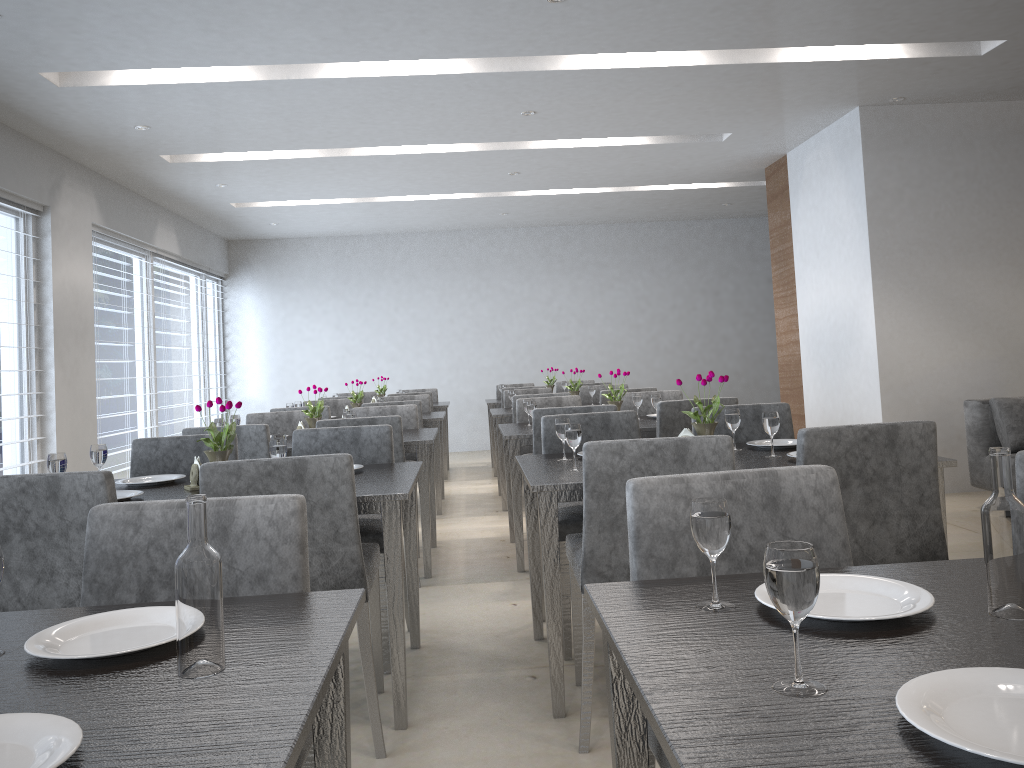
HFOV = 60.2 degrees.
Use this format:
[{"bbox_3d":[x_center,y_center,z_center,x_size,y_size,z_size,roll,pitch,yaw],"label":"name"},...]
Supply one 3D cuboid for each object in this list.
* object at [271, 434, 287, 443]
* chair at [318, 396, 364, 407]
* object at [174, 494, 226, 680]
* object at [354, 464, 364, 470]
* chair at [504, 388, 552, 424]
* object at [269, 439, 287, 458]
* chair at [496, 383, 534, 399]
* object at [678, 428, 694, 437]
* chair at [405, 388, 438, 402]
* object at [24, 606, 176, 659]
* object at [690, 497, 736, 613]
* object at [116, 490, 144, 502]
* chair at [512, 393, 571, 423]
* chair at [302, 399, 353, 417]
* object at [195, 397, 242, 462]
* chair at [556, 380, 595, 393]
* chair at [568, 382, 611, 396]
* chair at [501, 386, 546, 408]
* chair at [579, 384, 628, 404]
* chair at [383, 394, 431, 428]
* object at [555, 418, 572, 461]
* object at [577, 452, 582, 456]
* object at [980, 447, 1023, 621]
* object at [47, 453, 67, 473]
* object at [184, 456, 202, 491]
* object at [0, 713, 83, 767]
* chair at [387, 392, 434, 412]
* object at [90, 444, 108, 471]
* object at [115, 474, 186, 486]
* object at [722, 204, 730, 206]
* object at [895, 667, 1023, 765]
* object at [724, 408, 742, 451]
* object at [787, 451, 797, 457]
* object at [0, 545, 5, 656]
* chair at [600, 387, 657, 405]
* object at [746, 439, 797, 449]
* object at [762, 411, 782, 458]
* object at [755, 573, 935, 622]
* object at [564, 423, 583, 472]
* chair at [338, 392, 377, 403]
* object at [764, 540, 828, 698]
[{"bbox_3d":[-0.761,0.235,2.895,0.053,0.140,0.053,-5,-3,39],"label":"object"},{"bbox_3d":[-1.389,0.481,7.502,0.477,0.765,0.491,-3,-2,2],"label":"chair"},{"bbox_3d":[-0.360,0.229,1.016,0.052,0.202,0.052,-1,-4,-39],"label":"object"},{"bbox_3d":[-0.602,0.287,2.937,0.217,0.015,0.216,-3,1,-3],"label":"object"},{"bbox_3d":[0.171,0.423,6.530,0.477,0.765,0.490,-3,-2,-8],"label":"chair"},{"bbox_3d":[-0.701,0.237,2.658,0.053,0.140,0.053,0,-4,-45],"label":"object"},{"bbox_3d":[0.080,0.384,8.305,0.477,0.765,0.490,-3,-2,-8],"label":"chair"},{"bbox_3d":[0.554,0.188,2.785,0.070,0.100,0.202,-2,0,-33],"label":"object"},{"bbox_3d":[-0.890,0.437,8.245,0.477,0.765,0.491,-3,-2,2],"label":"chair"},{"bbox_3d":[-0.510,0.326,1.147,0.217,0.015,0.216,-4,2,-25],"label":"object"},{"bbox_3d":[0.264,0.223,1.163,0.053,0.140,0.053,0,-4,-45],"label":"object"},{"bbox_3d":[-1.166,0.327,2.521,0.217,0.015,0.216,-3,1,-3],"label":"object"},{"bbox_3d":[0.216,0.438,5.809,0.477,0.765,0.491,-3,-2,2],"label":"chair"},{"bbox_3d":[-1.343,0.504,6.448,0.477,0.765,0.490,-3,-2,-8],"label":"chair"},{"bbox_3d":[-0.901,0.177,2.716,0.155,0.277,0.103,-3,-3,-6],"label":"object"},{"bbox_3d":[0.624,0.355,8.327,0.477,0.765,0.491,-3,-2,2],"label":"chair"},{"bbox_3d":[0.648,0.370,7.671,0.477,0.765,0.490,-3,-2,-8],"label":"chair"},{"bbox_3d":[0.125,0.399,7.585,0.477,0.765,0.491,-3,-2,2],"label":"chair"},{"bbox_3d":[0.715,0.394,6.552,0.477,0.765,0.491,-3,-2,2],"label":"chair"},{"bbox_3d":[-0.799,0.475,6.470,0.477,0.765,0.491,-3,-2,2],"label":"chair"},{"bbox_3d":[0.172,0.184,2.954,0.053,0.140,0.053,0,-4,-45],"label":"object"},{"bbox_3d":[0.329,0.237,2.987,0.217,0.015,0.216,-3,1,-3],"label":"object"},{"bbox_3d":[0.597,0.178,1.068,0.052,0.202,0.052,-5,-4,39],"label":"object"},{"bbox_3d":[-1.322,0.272,2.572,0.053,0.140,0.053,0,-4,-45],"label":"object"},{"bbox_3d":[-0.960,0.269,2.703,0.070,0.100,0.202,-2,0,-33],"label":"object"},{"bbox_3d":[-0.490,0.334,0.762,0.217,0.015,0.216,-4,2,-25],"label":"object"},{"bbox_3d":[-0.867,0.451,7.588,0.477,0.765,0.490,-3,-2,-8],"label":"chair"},{"bbox_3d":[-1.337,0.266,2.863,0.053,0.140,0.053,-5,-3,39],"label":"object"},{"bbox_3d":[-1.186,0.319,2.905,0.217,0.015,0.216,-3,1,-3],"label":"object"},{"bbox_3d":[2.241,-1.876,9.246,0.088,0.007,0.089,-2,2,42],"label":"object"},{"bbox_3d":[0.444,0.285,0.751,0.217,0.015,0.216,-4,1,-23],"label":"object"},{"bbox_3d":[0.747,0.153,2.986,0.053,0.140,0.053,0,-4,-45],"label":"object"},{"bbox_3d":[0.932,0.214,2.634,0.217,0.015,0.216,-3,1,-3],"label":"object"},{"bbox_3d":[-0.670,0.273,1.114,0.053,0.140,0.053,0,-4,-45],"label":"object"},{"bbox_3d":[0.739,0.408,5.896,0.477,0.765,0.490,-3,-2,-8],"label":"chair"},{"bbox_3d":[0.912,0.206,3.019,0.217,0.015,0.216,-3,1,-3],"label":"object"},{"bbox_3d":[0.807,0.156,2.749,0.053,0.140,0.053,0,-4,-45],"label":"object"},{"bbox_3d":[0.424,0.277,1.135,0.217,0.015,0.216,-4,1,-23],"label":"object"},{"bbox_3d":[0.187,0.190,2.663,0.053,0.140,0.053,0,-4,-45],"label":"object"},{"bbox_3d":[-1.434,0.466,8.223,0.477,0.765,0.490,-3,-2,-8],"label":"chair"},{"bbox_3d":[0.279,0.229,0.872,0.053,0.140,0.053,0,-4,-45],"label":"object"}]
